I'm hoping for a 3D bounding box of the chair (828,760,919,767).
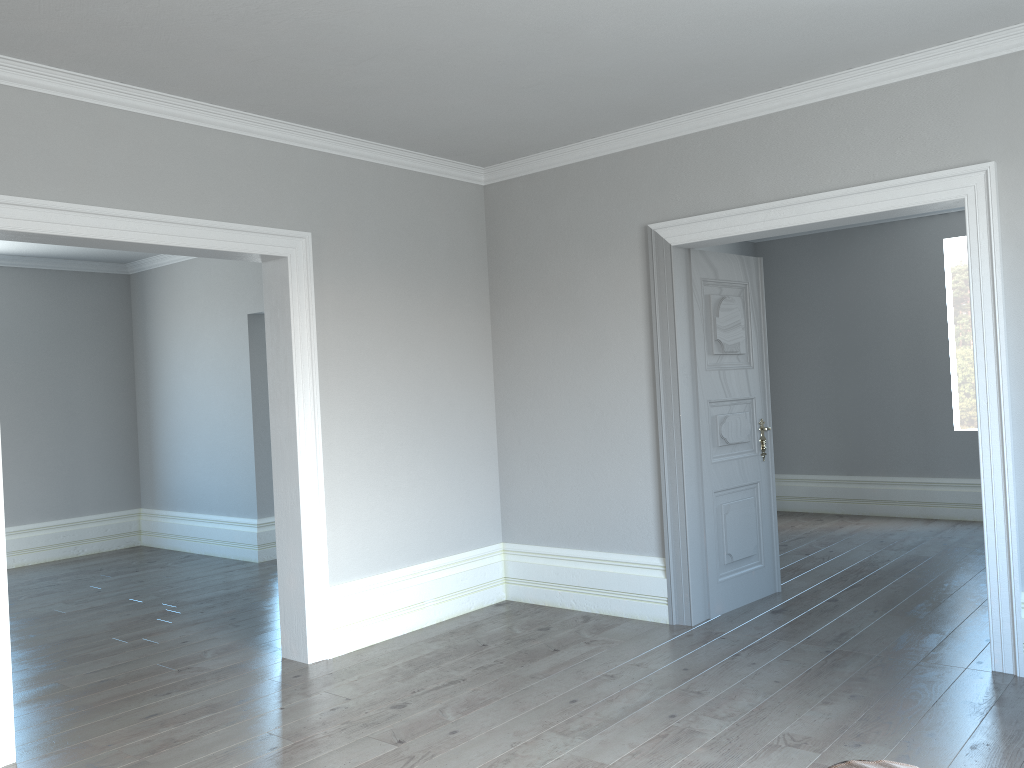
[{"bbox_3d":[0.205,0.940,0.812,0.970,0.795,0.807,-3,0,-9],"label":"chair"}]
